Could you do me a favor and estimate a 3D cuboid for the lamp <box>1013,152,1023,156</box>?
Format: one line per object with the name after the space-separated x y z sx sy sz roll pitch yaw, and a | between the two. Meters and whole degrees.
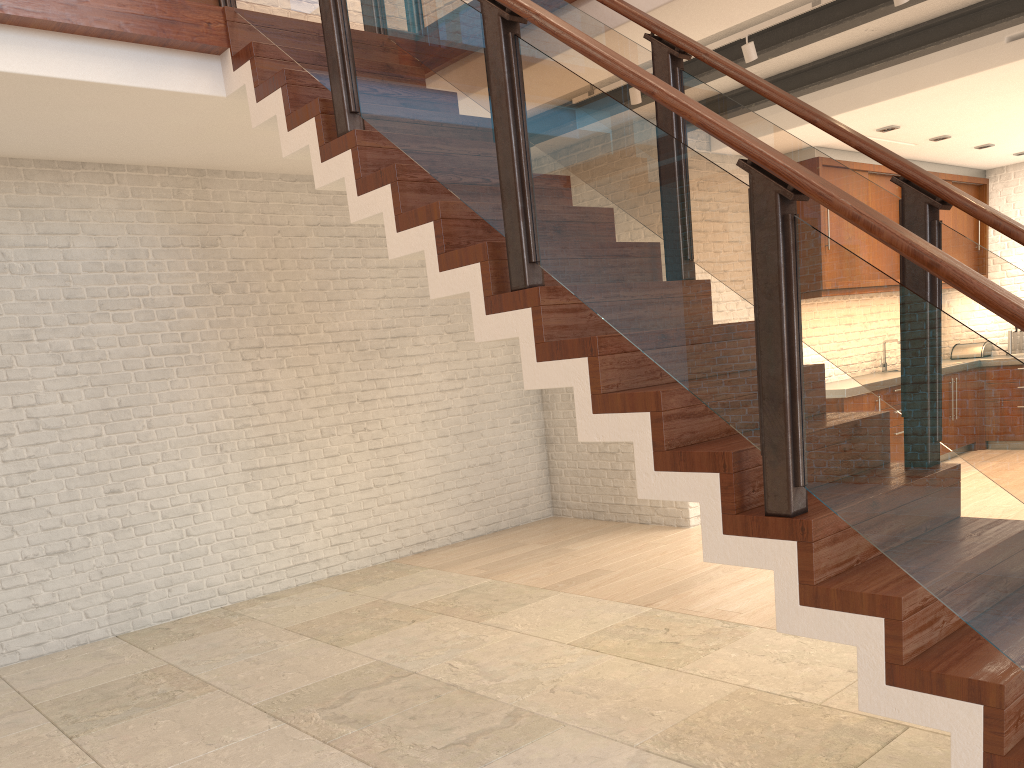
4.768 -2.172 8.140 0.121 0.056 0.123 -9 4 -41 | lamp

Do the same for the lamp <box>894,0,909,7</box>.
1.656 -1.674 3.718 0.084 0.132 0.060 -13 12 -38 | lamp

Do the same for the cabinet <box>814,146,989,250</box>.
3.543 -1.429 8.135 3.278 1.195 0.457 -9 9 -40 | cabinet

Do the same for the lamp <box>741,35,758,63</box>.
1.164 -1.635 4.273 0.084 0.132 0.060 -13 12 -38 | lamp

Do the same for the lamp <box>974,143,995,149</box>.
4.107 -2.084 7.576 0.121 0.056 0.123 -9 4 -41 | lamp

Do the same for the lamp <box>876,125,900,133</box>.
2.782 -1.906 6.447 0.121 0.056 0.123 -9 4 -41 | lamp

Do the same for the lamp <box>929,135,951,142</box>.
3.444 -1.995 7.012 0.121 0.056 0.123 -9 4 -41 | lamp

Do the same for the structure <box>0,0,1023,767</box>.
2.279 -0.972 2.782 13.592 4.244 10.125 -8 4 -41 | structure
